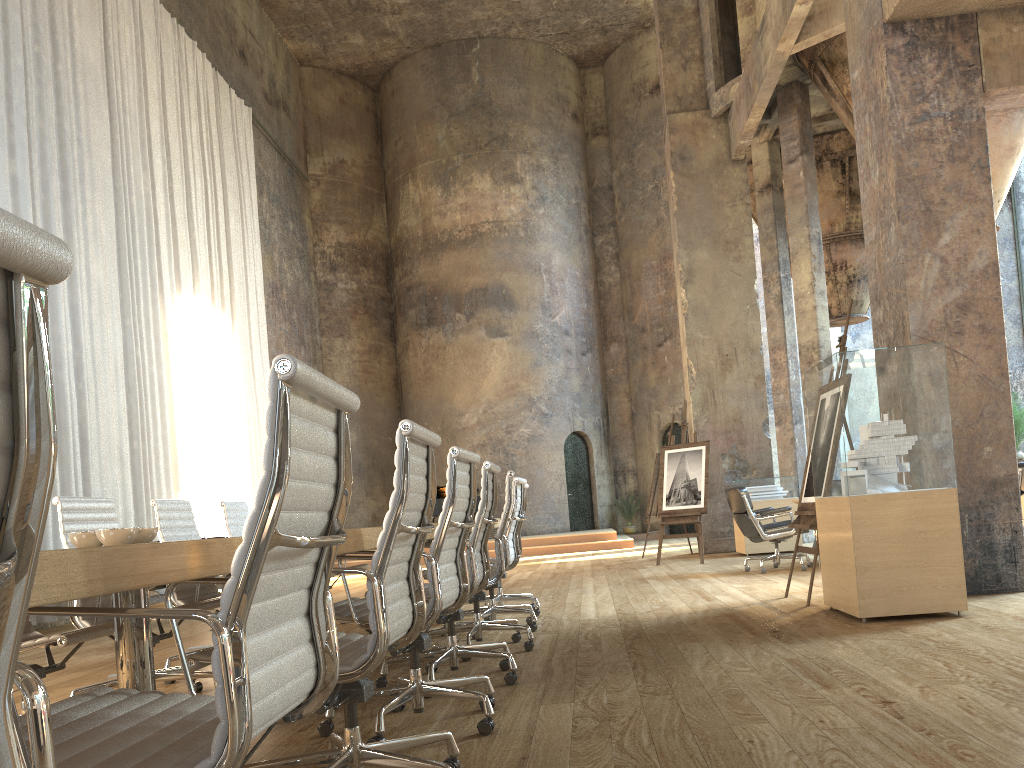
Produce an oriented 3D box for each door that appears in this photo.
[{"bbox_3d":[1.490,2.240,20.233,0.900,2.284,0.092,-3,-2,-37],"label":"door"},{"bbox_3d":[3.851,2.183,20.020,0.110,2.617,0.910,-4,-2,-43],"label":"door"}]

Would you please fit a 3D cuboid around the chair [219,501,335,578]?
[{"bbox_3d":[-1.581,1.288,5.997,0.700,1.020,0.669,-5,-3,8],"label":"chair"}]

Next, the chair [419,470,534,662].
[{"bbox_3d":[-0.249,1.042,5.095,0.699,1.020,0.669,-5,-3,4],"label":"chair"}]

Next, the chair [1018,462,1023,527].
[{"bbox_3d":[4.658,1.178,8.158,0.727,0.887,0.830,-3,-5,-22],"label":"chair"}]

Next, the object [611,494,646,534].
[{"bbox_3d":[2.761,3.011,20.533,0.915,0.985,0.911,-6,-5,16],"label":"object"}]

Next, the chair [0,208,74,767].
[{"bbox_3d":[-0.648,0.378,0.531,0.700,1.020,0.668,-5,-3,10],"label":"chair"}]

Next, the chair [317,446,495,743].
[{"bbox_3d":[-0.413,0.780,3.288,0.701,1.020,0.668,-5,-3,13],"label":"chair"}]

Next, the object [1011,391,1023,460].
[{"bbox_3d":[6.440,0.543,11.440,0.860,0.935,0.692,-5,-4,7],"label":"object"}]

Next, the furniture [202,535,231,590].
[{"bbox_3d":[-3.513,2.368,11.449,0.709,0.835,1.887,-5,-7,4],"label":"furniture"}]

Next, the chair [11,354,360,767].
[{"bbox_3d":[-0.564,0.515,1.477,0.700,1.020,0.669,-5,-3,8],"label":"chair"}]

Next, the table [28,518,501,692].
[{"bbox_3d":[-1.093,1.045,3.807,1.602,0.753,7.778,-5,-9,4],"label":"table"}]

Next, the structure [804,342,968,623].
[{"bbox_3d":[2.228,0.614,5.321,0.595,1.539,0.746,-5,-2,4],"label":"structure"}]

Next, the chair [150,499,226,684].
[{"bbox_3d":[-1.658,1.155,5.082,0.700,1.020,0.668,-5,-3,10],"label":"chair"}]

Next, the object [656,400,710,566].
[{"bbox_3d":[2.238,1.256,11.317,0.706,2.135,0.683,-6,-2,37],"label":"object"}]

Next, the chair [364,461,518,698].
[{"bbox_3d":[-0.335,0.907,4.165,0.700,1.020,0.668,-5,-3,10],"label":"chair"}]

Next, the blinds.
[{"bbox_3d":[-4.826,-1.365,12.360,0.275,8.592,7.881,-5,-4,5],"label":"blinds"}]

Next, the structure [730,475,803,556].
[{"bbox_3d":[3.436,1.788,11.911,0.744,1.009,0.740,-5,-4,5],"label":"structure"}]

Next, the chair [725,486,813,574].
[{"bbox_3d":[2.669,1.473,9.032,0.821,0.887,0.735,-5,-4,1],"label":"chair"}]

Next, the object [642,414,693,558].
[{"bbox_3d":[2.295,1.540,13.209,0.689,2.135,0.700,-6,-2,31],"label":"object"}]

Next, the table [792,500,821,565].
[{"bbox_3d":[4.219,1.419,8.887,2.412,0.696,1.113,-5,-7,5],"label":"table"}]

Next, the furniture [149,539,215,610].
[{"bbox_3d":[-3.718,2.021,9.069,0.709,0.835,1.887,-5,-7,4],"label":"furniture"}]

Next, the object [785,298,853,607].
[{"bbox_3d":[2.262,0.475,6.216,0.685,2.135,0.704,-5,-2,4],"label":"object"}]

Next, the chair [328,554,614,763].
[{"bbox_3d":[1.317,1.158,6.641,12.961,1.024,31.765,-5,-9,4],"label":"chair"}]

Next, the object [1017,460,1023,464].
[{"bbox_3d":[6.665,1.459,11.332,0.575,0.967,0.657,-7,-4,41],"label":"object"}]

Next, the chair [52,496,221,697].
[{"bbox_3d":[-1.732,1.024,4.186,0.701,1.020,0.668,-5,-3,13],"label":"chair"}]

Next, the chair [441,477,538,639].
[{"bbox_3d":[-0.184,1.167,5.949,0.701,1.020,0.668,-5,-3,13],"label":"chair"}]

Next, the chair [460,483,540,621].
[{"bbox_3d":[-0.145,1.296,6.813,0.700,1.020,0.668,-5,-3,10],"label":"chair"}]

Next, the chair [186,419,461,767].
[{"bbox_3d":[-0.487,0.649,2.392,0.700,1.020,0.668,-5,-3,10],"label":"chair"}]

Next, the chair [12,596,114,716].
[{"bbox_3d":[-1.810,0.896,3.308,0.700,1.020,0.668,-5,-3,10],"label":"chair"}]
